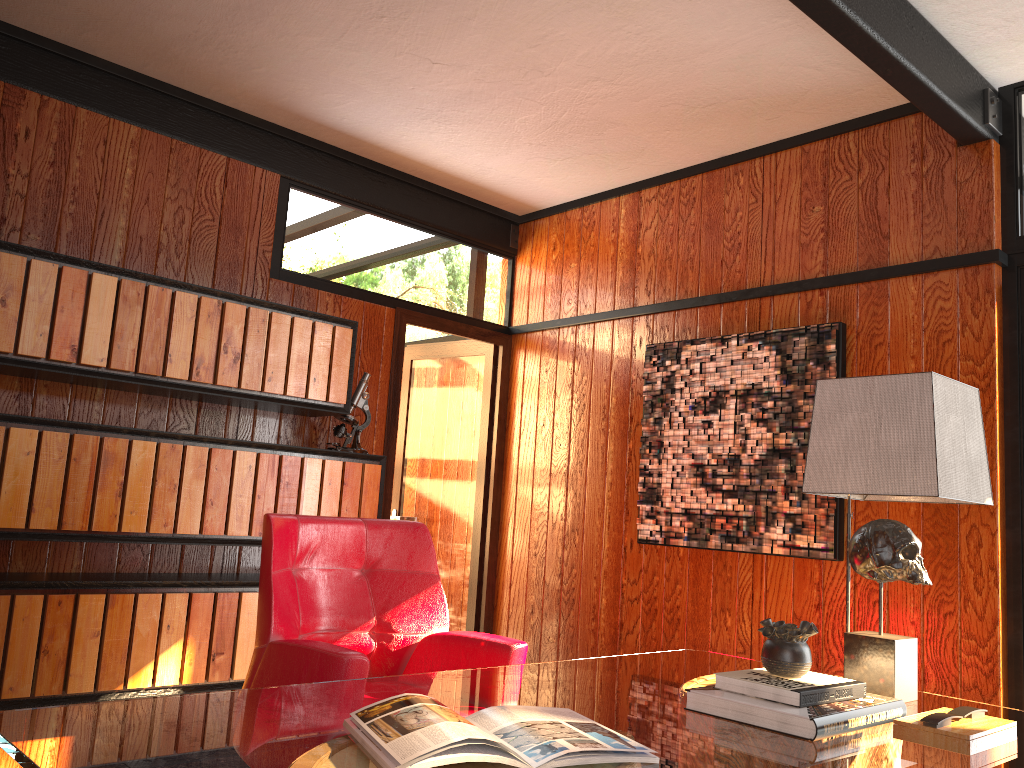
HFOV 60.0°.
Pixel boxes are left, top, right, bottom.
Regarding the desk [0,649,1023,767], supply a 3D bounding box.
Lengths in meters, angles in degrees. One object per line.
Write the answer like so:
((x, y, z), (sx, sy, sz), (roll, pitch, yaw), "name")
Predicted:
((0.224, 0.931, 1.560), (1.900, 0.632, 1.150), (11, -11, -42), "desk")

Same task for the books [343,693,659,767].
((-0.026, 0.549, 1.417), (0.422, 0.049, 0.300), (7, -9, -23), "books")

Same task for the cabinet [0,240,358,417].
((-1.350, -0.179, 3.209), (1.653, 0.390, 0.321), (11, -11, -42), "cabinet")

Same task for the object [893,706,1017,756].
((0.837, 0.643, 1.671), (0.238, 0.049, 0.135), (11, -11, -42), "object")

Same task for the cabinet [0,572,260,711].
((-1.419, 0.863, 3.057), (1.653, 0.390, 0.321), (11, -11, -42), "cabinet")

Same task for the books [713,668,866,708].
((0.568, 0.615, 1.812), (0.249, 0.029, 0.198), (11, -11, -40), "books")

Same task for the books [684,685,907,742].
((0.575, 0.649, 1.792), (0.366, 0.040, 0.286), (11, -11, -42), "books")

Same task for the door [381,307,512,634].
((-0.584, 0.678, 4.559), (0.751, 1.955, 0.734), (11, -11, -42), "door")

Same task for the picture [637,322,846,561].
((0.882, 0.228, 3.550), (0.061, 0.873, 0.916), (11, -11, -42), "picture")

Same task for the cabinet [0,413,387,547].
((-1.241, 0.384, 3.264), (1.653, 0.390, 0.321), (11, -11, -42), "cabinet")

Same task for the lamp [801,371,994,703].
((0.903, 0.362, 2.080), (0.316, 0.732, 0.316), (11, -11, -42), "lamp")

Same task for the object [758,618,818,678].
((0.570, 0.548, 1.839), (0.118, 0.114, 0.121), (-3, -11, 41), "object")

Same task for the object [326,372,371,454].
((-0.679, 0.117, 3.754), (0.181, 0.354, 0.142), (5, -8, -6), "object")

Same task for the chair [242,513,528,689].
((-0.393, 0.855, 2.421), (0.621, 0.956, 0.839), (11, -11, -42), "chair")

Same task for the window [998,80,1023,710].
((2.408, 0.176, 2.116), (0.085, 2.580, 2.260), (11, -11, -42), "window")
